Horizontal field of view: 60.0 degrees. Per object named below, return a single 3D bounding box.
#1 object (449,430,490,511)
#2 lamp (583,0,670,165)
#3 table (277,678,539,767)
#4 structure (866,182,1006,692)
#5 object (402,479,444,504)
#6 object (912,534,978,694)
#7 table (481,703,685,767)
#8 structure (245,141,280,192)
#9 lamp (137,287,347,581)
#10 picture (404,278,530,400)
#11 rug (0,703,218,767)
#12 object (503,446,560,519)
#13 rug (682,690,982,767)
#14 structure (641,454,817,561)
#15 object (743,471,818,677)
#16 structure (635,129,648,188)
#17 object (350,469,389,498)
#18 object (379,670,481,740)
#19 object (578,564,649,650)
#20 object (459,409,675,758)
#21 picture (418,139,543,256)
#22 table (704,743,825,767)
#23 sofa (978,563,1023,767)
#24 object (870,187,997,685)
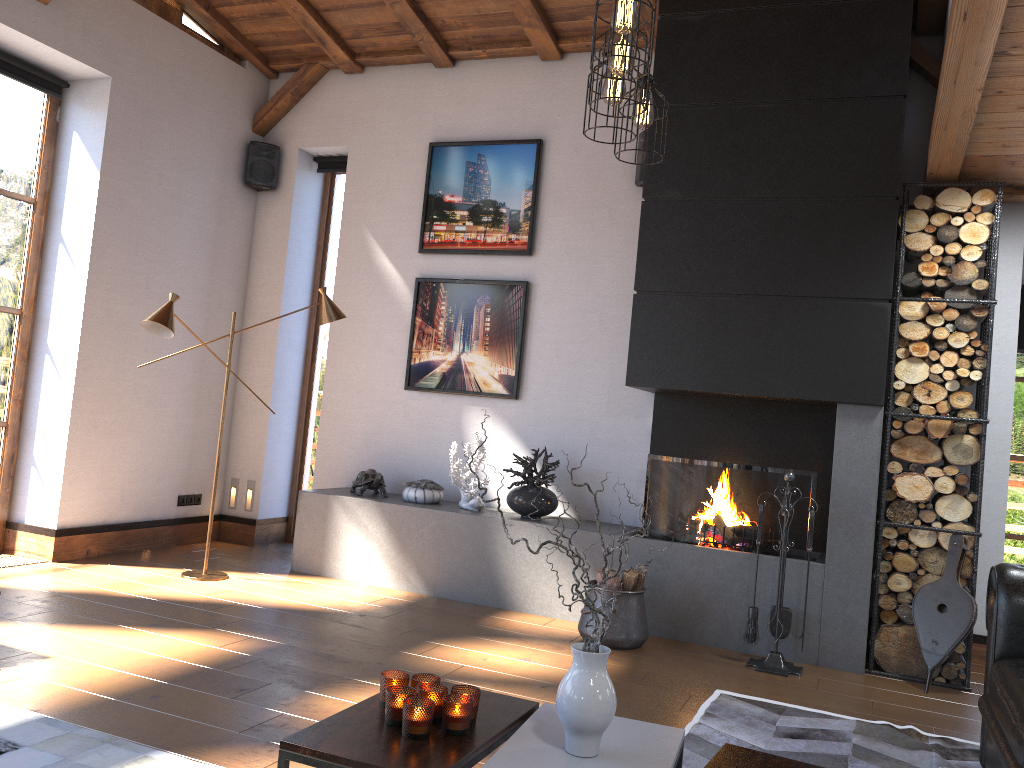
[{"bbox_3d":[-0.283,0.559,5.754,0.260,0.533,0.425,6,-3,-9],"label":"object"},{"bbox_3d":[0.448,-1.927,2.943,0.260,2.203,0.806,5,-3,14],"label":"lamp"},{"bbox_3d":[-0.247,1.039,2.278,0.397,0.350,0.655,4,-3,23],"label":"table"},{"bbox_3d":[2.305,0.250,4.853,0.498,2.619,0.515,4,-3,22],"label":"structure"},{"bbox_3d":[-0.600,0.718,5.961,0.278,0.161,0.261,4,-3,25],"label":"object"},{"bbox_3d":[2.183,1.148,4.481,0.267,0.795,0.264,5,-3,6],"label":"object"},{"bbox_3d":[0.165,1.073,2.139,0.397,0.350,0.654,5,-3,18],"label":"table"},{"bbox_3d":[-1.943,-1.692,6.899,0.212,0.350,0.215,4,-3,22],"label":"structure"},{"bbox_3d":[-1.766,0.252,5.491,0.521,1.900,1.336,3,-4,43],"label":"lamp"},{"bbox_3d":[-0.327,-0.330,6.222,0.872,0.817,0.036,4,-3,22],"label":"picture"},{"bbox_3d":[-2.063,1.008,1.875,3.777,0.053,2.450,4,-2,23],"label":"rug"},{"bbox_3d":[0.140,0.623,5.652,0.337,0.455,0.337,8,-4,-42],"label":"object"},{"bbox_3d":[1.234,1.316,1.745,2.412,0.053,4.074,4,-2,23],"label":"rug"},{"bbox_3d":[1.218,0.709,5.097,0.974,0.515,0.185,4,-3,22],"label":"structure"},{"bbox_3d":[1.401,0.962,4.595,0.310,1.018,0.305,7,-3,-22],"label":"object"},{"bbox_3d":[0.904,-1.466,5.756,0.212,0.350,0.215,4,-3,22],"label":"structure"},{"bbox_3d":[-0.970,0.676,6.089,0.228,0.183,0.402,7,-3,-24],"label":"object"},{"bbox_3d":[-0.219,0.826,2.306,0.249,0.081,0.299,7,-3,-29],"label":"object"},{"bbox_3d":[0.561,1.190,4.807,0.388,0.431,0.379,8,-4,-41],"label":"object"},{"bbox_3d":[0.173,0.492,2.162,0.402,0.809,0.626,4,-3,33],"label":"object"},{"bbox_3d":[-0.232,-1.320,6.276,0.872,0.817,0.036,4,-3,22],"label":"picture"},{"bbox_3d":[0.570,1.103,1.938,0.396,0.350,0.656,4,-3,27],"label":"table"},{"bbox_3d":[1.906,0.998,2.089,1.230,0.839,2.584,4,-2,22],"label":"sofa"},{"bbox_3d":[2.302,0.257,4.864,0.490,2.614,0.470,4,-3,22],"label":"object"}]
